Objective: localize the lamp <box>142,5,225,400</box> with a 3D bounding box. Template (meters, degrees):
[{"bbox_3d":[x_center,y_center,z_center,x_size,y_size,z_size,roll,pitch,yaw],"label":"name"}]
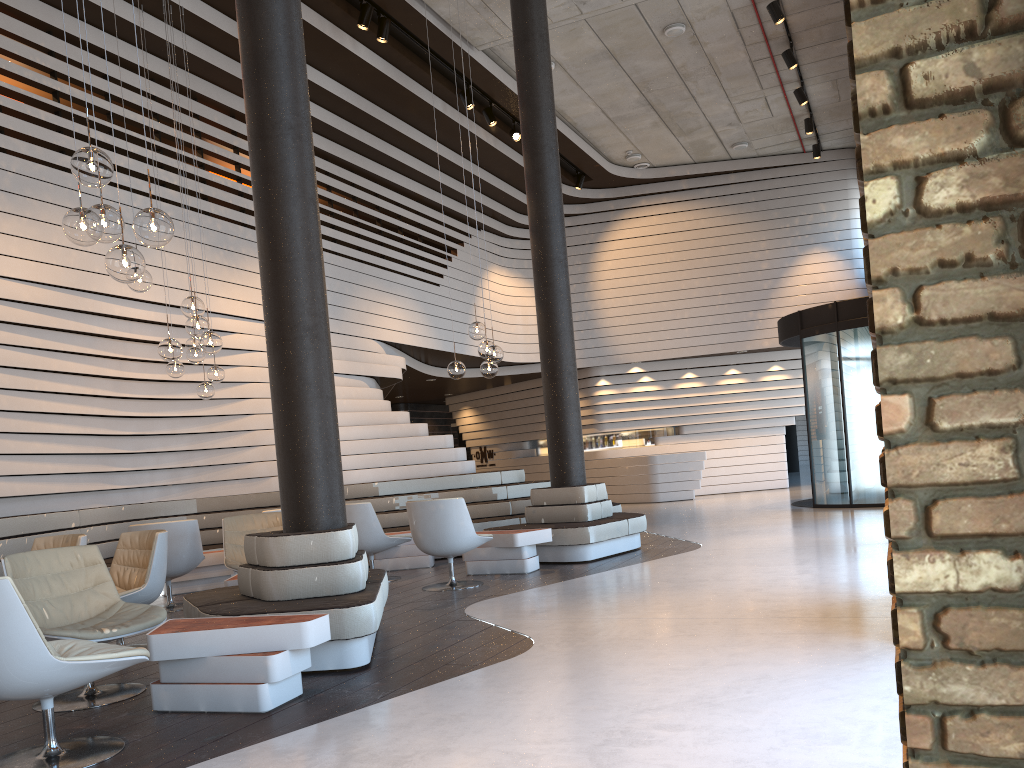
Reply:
[{"bbox_3d":[-3.169,-2.202,8.281,0.529,4.717,0.334,-5,1,-14],"label":"lamp"}]

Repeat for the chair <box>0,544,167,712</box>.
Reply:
[{"bbox_3d":[-2.176,1.218,4.497,0.716,0.767,0.652,-6,-2,27],"label":"chair"}]

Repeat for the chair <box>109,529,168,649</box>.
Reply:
[{"bbox_3d":[-2.564,1.357,5.683,0.664,0.767,0.704,-6,-2,44],"label":"chair"}]

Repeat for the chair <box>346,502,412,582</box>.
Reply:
[{"bbox_3d":[-1.348,1.494,8.406,0.663,0.767,0.704,-6,-2,40],"label":"chair"}]

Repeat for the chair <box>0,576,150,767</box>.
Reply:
[{"bbox_3d":[-1.845,1.101,3.491,0.664,0.767,0.704,-6,-2,42],"label":"chair"}]

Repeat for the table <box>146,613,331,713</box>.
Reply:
[{"bbox_3d":[-1.334,1.312,4.138,0.911,0.371,0.412,-6,-3,17],"label":"table"}]

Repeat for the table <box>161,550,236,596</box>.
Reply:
[{"bbox_3d":[-3.168,1.887,8.848,0.898,0.370,0.418,-3,-3,-29],"label":"table"}]

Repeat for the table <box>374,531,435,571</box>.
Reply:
[{"bbox_3d":[-1.142,1.749,9.251,0.904,0.371,0.415,-5,-2,-3],"label":"table"}]

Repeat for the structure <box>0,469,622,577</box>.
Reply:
[{"bbox_3d":[-3.893,1.342,5.149,5.813,0.927,18.132,-7,-5,20],"label":"structure"}]

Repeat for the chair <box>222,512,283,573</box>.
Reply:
[{"bbox_3d":[-2.003,1.440,7.164,0.651,0.766,0.717,-4,-2,-26],"label":"chair"}]

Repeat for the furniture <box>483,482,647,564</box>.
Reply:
[{"bbox_3d":[0.694,1.395,8.999,1.756,0.722,1.289,-2,-4,-30],"label":"furniture"}]

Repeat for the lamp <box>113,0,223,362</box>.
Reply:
[{"bbox_3d":[-2.545,-2.525,6.177,0.312,4.745,0.655,-4,1,32],"label":"lamp"}]

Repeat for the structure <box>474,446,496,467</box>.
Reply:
[{"bbox_3d":[-0.644,1.703,20.695,0.017,0.469,0.810,-6,-2,-41],"label":"structure"}]

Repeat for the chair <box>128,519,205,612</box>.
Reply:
[{"bbox_3d":[-3.009,1.571,7.679,0.652,0.766,0.716,-4,-2,-22],"label":"chair"}]

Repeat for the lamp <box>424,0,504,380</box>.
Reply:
[{"bbox_3d":[0.404,-1.946,13.475,9.106,4.612,41.690,-7,-5,23],"label":"lamp"}]

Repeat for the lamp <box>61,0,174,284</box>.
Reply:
[{"bbox_3d":[-1.915,-2.781,3.803,0.546,4.678,0.292,-5,1,9],"label":"lamp"}]

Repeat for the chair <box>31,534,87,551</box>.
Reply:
[{"bbox_3d":[-3.304,1.458,6.111,0.663,0.766,0.705,-6,-2,31],"label":"chair"}]

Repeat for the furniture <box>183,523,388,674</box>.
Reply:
[{"bbox_3d":[-1.416,1.248,5.307,1.272,0.722,1.780,-5,-4,-6],"label":"furniture"}]

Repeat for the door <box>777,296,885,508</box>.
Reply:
[{"bbox_3d":[5.666,0.309,12.904,3.234,2.853,3.227,-6,-3,31],"label":"door"}]

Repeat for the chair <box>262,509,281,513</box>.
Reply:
[{"bbox_3d":[-2.349,1.584,8.456,0.716,0.767,0.652,-6,-2,23],"label":"chair"}]

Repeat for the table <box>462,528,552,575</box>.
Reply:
[{"bbox_3d":[-0.107,1.569,8.221,0.914,0.370,0.411,-7,-3,26],"label":"table"}]

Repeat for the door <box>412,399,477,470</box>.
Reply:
[{"bbox_3d":[-1.612,1.731,21.753,1.788,2.703,0.078,-5,1,29],"label":"door"}]

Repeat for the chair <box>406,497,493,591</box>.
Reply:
[{"bbox_3d":[-0.536,1.348,7.549,0.662,0.766,0.706,-6,-2,25],"label":"chair"}]

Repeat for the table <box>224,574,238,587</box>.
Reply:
[{"bbox_3d":[-1.650,1.541,6.416,0.898,0.370,0.418,-3,-3,-29],"label":"table"}]

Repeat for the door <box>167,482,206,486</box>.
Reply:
[{"bbox_3d":[-4.344,1.412,12.112,0.978,2.107,0.161,-5,1,24],"label":"door"}]
